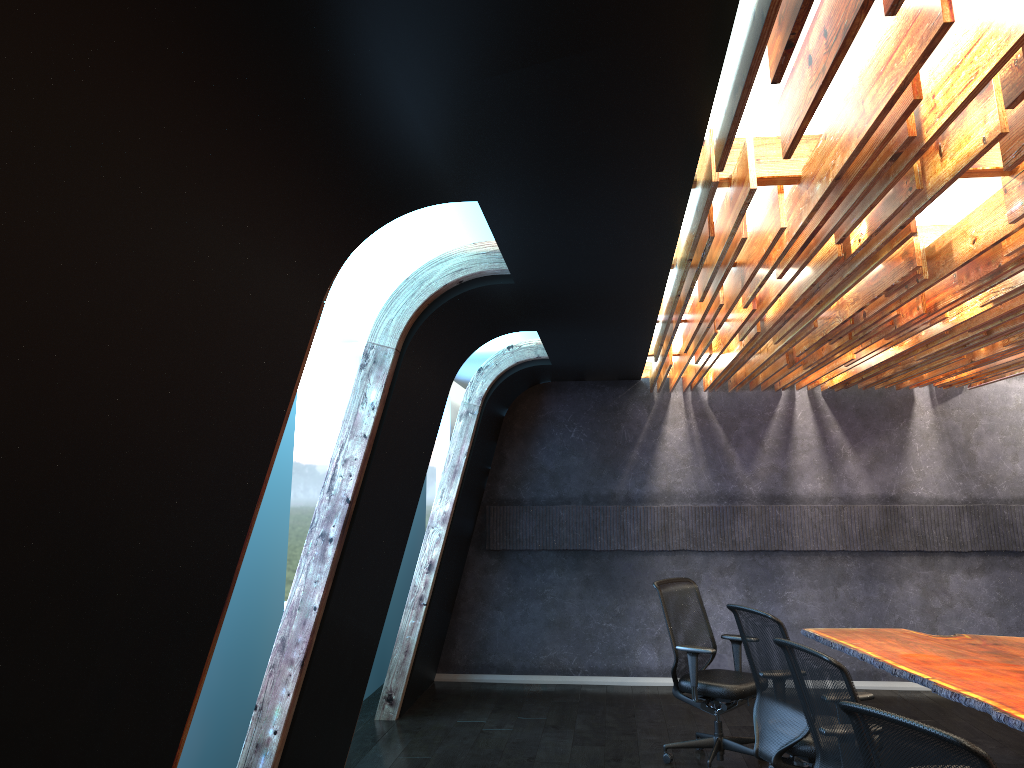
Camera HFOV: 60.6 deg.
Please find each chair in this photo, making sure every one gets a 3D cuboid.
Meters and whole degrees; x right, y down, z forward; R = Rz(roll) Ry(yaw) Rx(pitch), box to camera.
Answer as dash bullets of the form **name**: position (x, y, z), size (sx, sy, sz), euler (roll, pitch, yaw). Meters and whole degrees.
- **chair**: position (1.513, 2.083, 6.375), size (0.785, 1.272, 0.803), euler (-11, -17, 40)
- **chair**: position (1.725, 1.904, 4.971), size (0.795, 1.272, 0.792), euler (3, -13, -14)
- **chair**: position (1.620, 1.741, 3.687), size (0.796, 1.272, 0.792), euler (2, -13, -9)
- **chair**: position (1.488, 1.593, 2.525), size (0.793, 1.272, 0.794), euler (4, -13, -19)

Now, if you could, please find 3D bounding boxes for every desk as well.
- **desk**: position (2.947, 1.937, 3.635), size (2.035, 0.838, 6.497), euler (-1, -7, 6)

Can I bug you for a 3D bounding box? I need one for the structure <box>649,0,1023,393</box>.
- **structure**: position (3.070, 0.644, 3.470), size (4.526, 3.068, 11.192), euler (-1, -8, 6)
